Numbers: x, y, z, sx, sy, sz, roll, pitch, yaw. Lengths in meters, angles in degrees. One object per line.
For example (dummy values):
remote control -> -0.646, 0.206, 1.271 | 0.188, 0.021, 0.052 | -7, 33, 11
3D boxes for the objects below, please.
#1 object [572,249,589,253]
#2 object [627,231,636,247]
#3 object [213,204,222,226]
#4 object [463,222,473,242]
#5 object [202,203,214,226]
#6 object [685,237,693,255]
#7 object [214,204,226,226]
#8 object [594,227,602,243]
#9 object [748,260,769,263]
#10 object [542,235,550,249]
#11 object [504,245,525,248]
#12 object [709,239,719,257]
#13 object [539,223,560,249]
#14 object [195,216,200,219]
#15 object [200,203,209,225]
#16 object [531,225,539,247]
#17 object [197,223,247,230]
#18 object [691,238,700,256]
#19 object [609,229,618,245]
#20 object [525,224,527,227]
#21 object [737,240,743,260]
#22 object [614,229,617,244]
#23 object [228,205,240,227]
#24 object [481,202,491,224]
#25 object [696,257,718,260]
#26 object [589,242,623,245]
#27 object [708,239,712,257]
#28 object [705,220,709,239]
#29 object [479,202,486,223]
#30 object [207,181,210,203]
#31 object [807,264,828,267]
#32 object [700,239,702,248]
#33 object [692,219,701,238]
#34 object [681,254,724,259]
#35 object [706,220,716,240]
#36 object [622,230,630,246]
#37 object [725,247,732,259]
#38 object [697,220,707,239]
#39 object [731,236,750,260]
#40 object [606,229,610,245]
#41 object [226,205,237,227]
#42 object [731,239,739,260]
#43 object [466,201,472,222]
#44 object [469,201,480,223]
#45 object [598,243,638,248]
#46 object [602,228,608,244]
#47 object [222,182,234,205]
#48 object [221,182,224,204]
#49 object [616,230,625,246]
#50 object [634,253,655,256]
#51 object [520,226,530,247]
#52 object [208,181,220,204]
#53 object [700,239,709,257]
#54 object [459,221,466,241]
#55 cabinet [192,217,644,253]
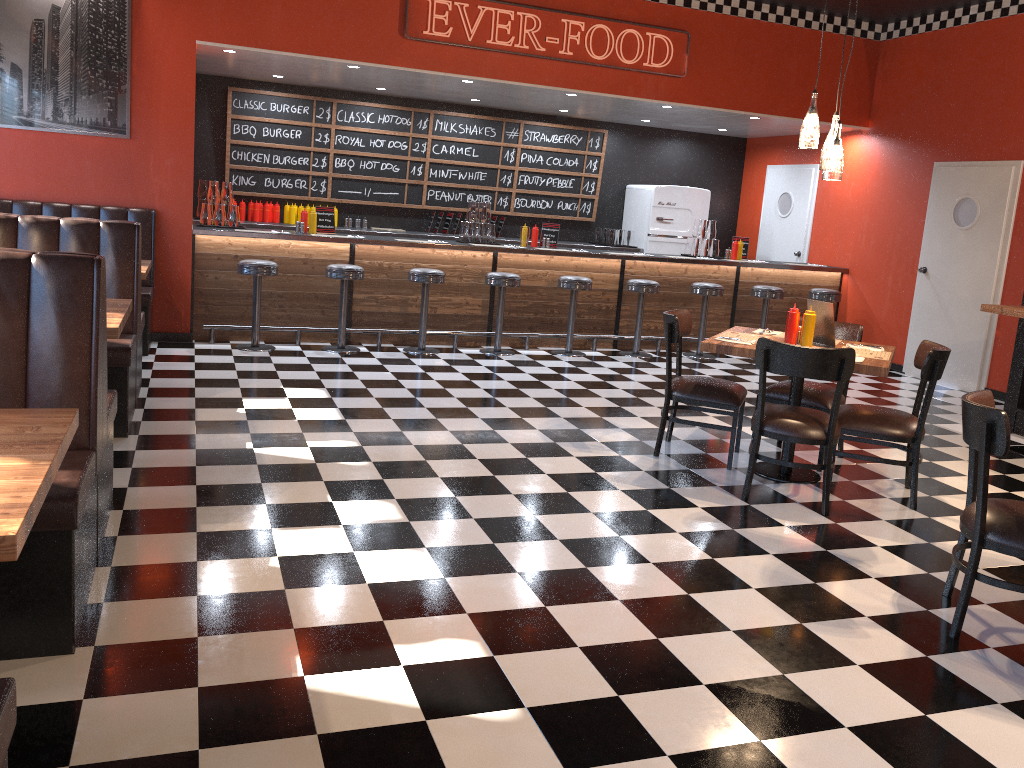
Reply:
object -> 0.705, -1.376, 9.131 | 0.157, 0.019, 0.257 | 4, 12, -5
object -> 1.483, -1.805, 11.048 | 0.105, 0.207, 0.106 | 9, 11, 24
object -> -2.733, -1.573, 8.268 | 0.105, 0.207, 0.106 | -2, 12, -35
object -> -0.441, -1.539, 8.999 | 0.105, 0.207, 0.106 | 9, 11, 24
object -> -2.795, -1.552, 8.142 | 0.105, 0.207, 0.106 | -2, 12, -35
object -> 2.009, -1.550, 10.008 | 0.105, 0.207, 0.106 | 9, 11, 24
object -> -2.689, -1.549, 8.169 | 0.105, 0.207, 0.106 | -2, 12, -35
object -> 1.099, -1.898, 11.353 | 0.105, 0.207, 0.106 | 9, 11, 24
object -> 2.753, -1.380, 9.950 | 0.157, 0.019, 0.257 | -1, 13, -25
object -> 0.354, -1.477, 9.199 | 0.094, 0.135, 0.047 | 10, 11, 29
object -> 0.016, -1.385, 8.907 | 0.157, 0.019, 0.257 | -1, 13, -24
object -> 2.282, -1.521, 9.973 | 0.105, 0.207, 0.106 | 9, 11, 24
object -> 0.395, -1.555, 9.290 | 0.188, 0.255, 0.073 | 7, 10, 15
object -> -3.302, -1.801, 9.634 | 0.272, 0.018, 0.440 | 0, 12, -20
object -> -2.845, -1.576, 8.240 | 0.105, 0.207, 0.106 | -2, 12, -35
object -> 0.239, -1.544, 9.221 | 0.068, 0.236, 0.068 | 3, 9, -7
object -> -2.702, -1.467, 8.246 | 0.437, 0.018, 0.275 | 0, 12, -20
object -> 2.058, -1.526, 9.910 | 0.105, 0.207, 0.106 | 9, 11, 24
object -> 1.249, -1.807, 10.967 | 0.105, 0.207, 0.106 | 9, 11, 24
object -> 0.129, -1.551, 9.216 | 0.068, 0.236, 0.068 | 3, 9, -7
object -> 2.580, -1.525, 10.042 | 0.068, 0.236, 0.068 | 12, 12, 38
object -> 1.347, -1.904, 11.478 | 0.105, 0.207, 0.106 | 9, 11, 24
object -> -2.572, -1.547, 8.205 | 0.105, 0.207, 0.106 | -2, 12, -35
object -> -0.262, -1.740, 9.013 | 0.105, 0.207, 0.106 | 9, 11, 24
object -> 2.121, -1.377, 9.690 | 0.157, 0.019, 0.257 | -1, 13, -24
object -> 1.224, -1.796, 11.373 | 0.437, 0.018, 0.275 | 0, 12, -20
object -> 2.232, -1.546, 10.077 | 0.105, 0.207, 0.106 | 9, 11, 24
object -> 2.194, -1.751, 10.026 | 0.105, 0.207, 0.106 | 9, 11, 24
object -> -0.305, -1.764, 9.115 | 0.105, 0.207, 0.106 | 9, 11, 24
object -> -2.765, -1.775, 8.209 | 0.105, 0.207, 0.106 | -2, 12, -35
object -> 3.516, -1.376, 10.227 | 0.157, 0.019, 0.257 | 3, 12, -10
object -> 2.121, -1.547, 10.036 | 0.105, 0.207, 0.106 | 9, 11, 24
object -> 2.088, -1.749, 9.977 | 0.105, 0.207, 0.106 | 9, 11, 24
object -> 2.151, -1.441, 10.014 | 0.437, 0.018, 0.275 | 0, 12, -20
object -> 2.237, -1.726, 9.924 | 0.105, 0.207, 0.106 | 9, 11, 24
object -> 1.438, -1.830, 11.152 | 0.105, 0.207, 0.106 | 9, 11, 24
object -> 2.461, -1.487, 10.070 | 0.093, 0.135, 0.047 | 0, 11, -25
object -> 2.123, -1.730, 9.894 | 0.105, 0.207, 0.106 | 9, 11, 24
object -> 2.618, -1.559, 10.177 | 0.188, 0.255, 0.073 | 7, 10, 15
object -> 1.224, -1.830, 11.071 | 0.105, 0.207, 0.106 | 9, 11, 24
object -> -2.621, -1.572, 8.309 | 0.105, 0.207, 0.106 | -2, 12, -35
object -> 2.512, -1.517, 9.978 | 0.068, 0.236, 0.068 | 6, 10, 10
object -> -0.411, -1.763, 9.067 | 0.105, 0.207, 0.106 | 9, 11, 24
object -> -0.376, -1.743, 8.984 | 0.105, 0.207, 0.106 | 9, 11, 24
object -> 1.333, -1.730, 11.095 | 0.437, 0.018, 0.275 | 0, 12, -20
object -> 1.194, -1.875, 11.276 | 0.105, 0.207, 0.106 | 9, 11, 24
object -> -2.616, -1.752, 8.155 | 0.105, 0.207, 0.106 | -2, 12, -35
object -> -2.659, -1.777, 8.257 | 0.105, 0.207, 0.106 | -2, 12, -35
object -> 1.345, -1.817, 11.053 | 0.105, 0.207, 0.106 | 9, 11, 24
object -> 1.399, -1.380, 9.423 | 0.157, 0.019, 0.257 | 0, 12, -19
object -> 0.129, -1.503, 9.057 | 0.105, 0.207, 0.106 | 9, 11, 24
object -> -2.731, -1.755, 8.126 | 0.105, 0.207, 0.106 | -2, 12, -35
object -> 2.164, -1.523, 9.938 | 0.105, 0.207, 0.106 | 9, 11, 24
object -> -0.491, -1.563, 9.098 | 0.105, 0.207, 0.106 | 9, 11, 24
cabinet -> -0.996, -1.280, 10.515 | 5.283, 0.992, 0.680 | 0, 11, -20
